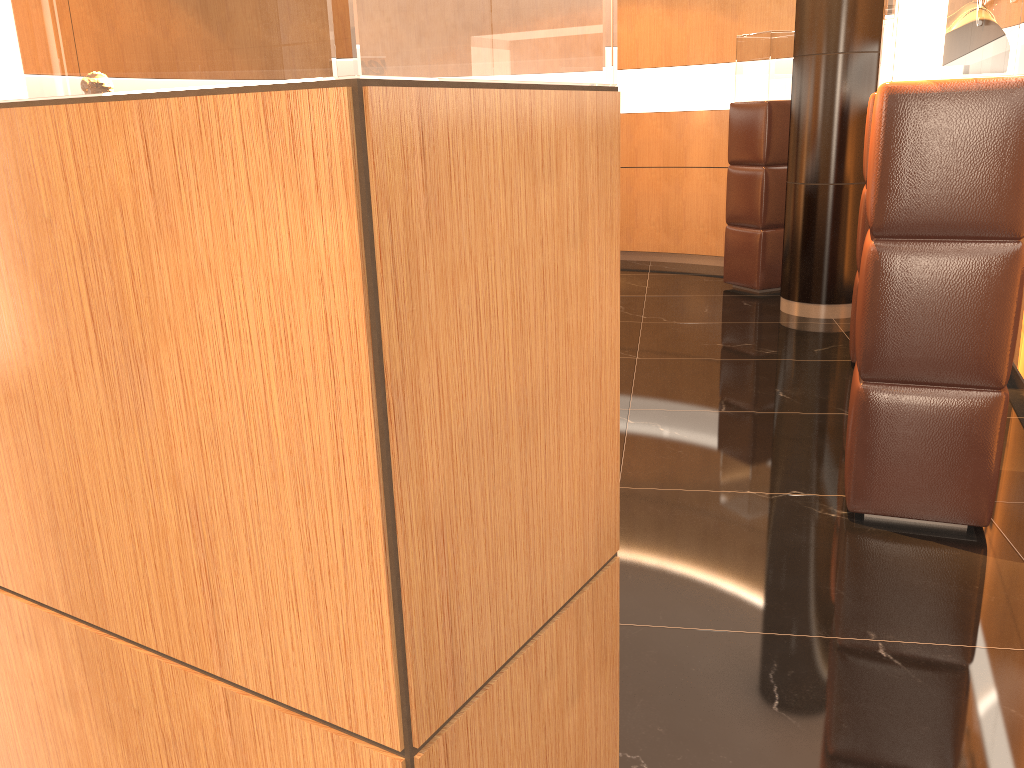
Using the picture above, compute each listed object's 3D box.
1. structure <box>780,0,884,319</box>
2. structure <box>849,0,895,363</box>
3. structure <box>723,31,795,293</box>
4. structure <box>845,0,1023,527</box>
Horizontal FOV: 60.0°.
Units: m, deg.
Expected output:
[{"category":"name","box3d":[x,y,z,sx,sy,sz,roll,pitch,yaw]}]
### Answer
[{"category":"structure","box3d":[2.244,-2.192,6.077,0.613,3.430,0.613,6,18,24]},{"category":"structure","box3d":[2.190,-1.090,4.890,0.498,2.000,0.484,4,18,20]},{"category":"structure","box3d":[2.067,-1.769,7.183,0.484,2.000,0.498,-9,18,-24]},{"category":"structure","box3d":[1.463,-0.526,3.022,0.498,1.968,0.484,4,18,20]}]
